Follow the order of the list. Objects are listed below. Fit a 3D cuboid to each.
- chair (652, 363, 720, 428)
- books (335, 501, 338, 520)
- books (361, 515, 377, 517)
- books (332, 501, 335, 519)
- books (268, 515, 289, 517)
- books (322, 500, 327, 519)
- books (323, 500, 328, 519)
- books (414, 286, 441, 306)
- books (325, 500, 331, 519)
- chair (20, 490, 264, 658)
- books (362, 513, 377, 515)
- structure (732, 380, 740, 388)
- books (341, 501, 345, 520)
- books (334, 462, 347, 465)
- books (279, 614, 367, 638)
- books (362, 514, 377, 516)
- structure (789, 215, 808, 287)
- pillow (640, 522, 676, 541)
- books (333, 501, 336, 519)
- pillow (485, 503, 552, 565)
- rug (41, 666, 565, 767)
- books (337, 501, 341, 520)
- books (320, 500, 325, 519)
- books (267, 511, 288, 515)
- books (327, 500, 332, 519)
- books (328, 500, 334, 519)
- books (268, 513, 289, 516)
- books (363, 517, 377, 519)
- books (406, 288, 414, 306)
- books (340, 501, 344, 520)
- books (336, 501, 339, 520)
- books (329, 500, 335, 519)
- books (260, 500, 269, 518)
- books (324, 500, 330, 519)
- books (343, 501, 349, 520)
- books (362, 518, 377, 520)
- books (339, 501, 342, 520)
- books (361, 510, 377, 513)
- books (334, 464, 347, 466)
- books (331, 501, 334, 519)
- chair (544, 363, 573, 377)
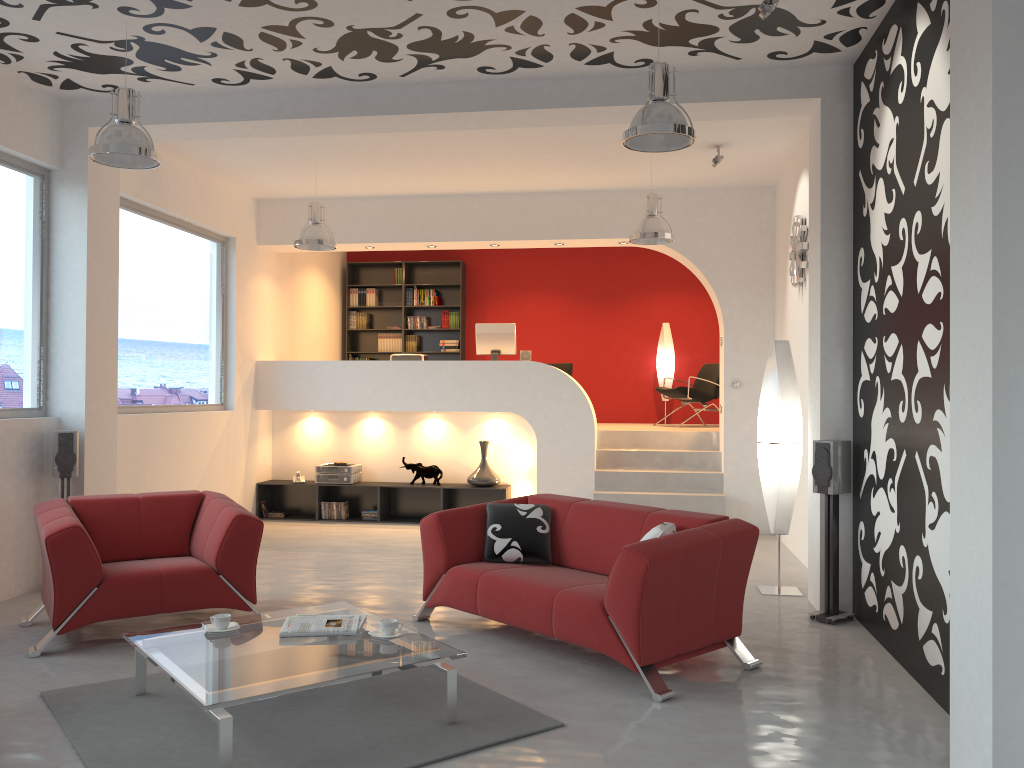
[{"bbox_3d":[2.230,0.130,11.000,0.768,0.795,0.664,1,-1,-17],"label":"chair"},{"bbox_3d":[-1.905,1.380,9.711,0.031,0.190,0.135,0,-1,8],"label":"books"},{"bbox_3d":[-1.533,1.440,9.708,0.190,0.015,0.135,0,-1,13],"label":"books"},{"bbox_3d":[-1.935,1.380,9.716,0.031,0.190,0.135,0,-1,8],"label":"books"},{"bbox_3d":[-2.600,1.465,9.862,0.190,0.015,0.135,0,-1,8],"label":"books"},{"bbox_3d":[-2.054,1.379,9.733,0.031,0.190,0.135,0,-1,8],"label":"books"},{"bbox_3d":[-2.039,1.379,9.731,0.031,0.190,0.135,0,-1,8],"label":"books"},{"bbox_3d":[-1.182,-1.216,12.366,0.341,0.286,0.231,0,-1,8],"label":"books"},{"bbox_3d":[-2.009,1.379,9.727,0.031,0.190,0.135,0,-1,8],"label":"books"},{"bbox_3d":[-2.187,1.066,5.314,1.288,0.738,0.951,1,-1,-32],"label":"chair"},{"bbox_3d":[-1.532,1.410,9.701,0.190,0.015,0.135,0,-1,8],"label":"books"},{"bbox_3d":[2.263,0.004,8.951,0.080,0.080,0.016,0,-1,8],"label":"structure"},{"bbox_3d":[-1.831,1.380,9.701,0.031,0.190,0.135,0,-1,8],"label":"books"},{"bbox_3d":[-1.888,0.873,9.770,0.135,0.015,0.190,0,-1,-7],"label":"books"},{"bbox_3d":[-0.879,1.118,4.111,0.367,0.035,0.345,0,-1,-2],"label":"books"},{"bbox_3d":[-1.527,1.425,9.707,0.190,0.015,0.135,0,-1,8],"label":"books"},{"bbox_3d":[2.385,-1.109,7.423,0.090,0.596,0.596,0,-1,8],"label":"structure"},{"bbox_3d":[0.700,0.898,4.618,0.288,0.343,0.402,0,-1,16],"label":"pillow"},{"bbox_3d":[-1.920,1.380,9.714,0.031,0.190,0.135,0,-1,8],"label":"books"},{"bbox_3d":[0.040,0.903,5.366,0.402,0.343,0.288,0,-1,1],"label":"pillow"},{"bbox_3d":[-0.967,1.421,3.882,1.700,0.025,1.700,1,-1,-37],"label":"rug"},{"bbox_3d":[-1.875,1.380,9.707,0.031,0.190,0.135,0,-1,8],"label":"books"},{"bbox_3d":[-2.068,1.379,9.735,0.031,0.190,0.135,0,-1,8],"label":"books"},{"bbox_3d":[-2.611,1.435,9.864,0.190,0.015,0.135,0,-1,8],"label":"books"},{"bbox_3d":[-1.994,1.380,9.724,0.031,0.190,0.135,0,-1,8],"label":"books"},{"bbox_3d":[-1.979,1.380,9.722,0.031,0.190,0.135,0,-1,8],"label":"books"},{"bbox_3d":[-2.595,1.450,9.861,0.190,0.015,0.135,0,-1,8],"label":"books"},{"bbox_3d":[-1.524,1.455,9.706,0.190,0.015,0.135,0,-1,8],"label":"books"},{"bbox_3d":[-1.413,-1.201,12.423,0.090,0.256,0.181,0,-1,8],"label":"books"},{"bbox_3d":[-1.846,1.380,9.703,0.031,0.190,0.135,0,-1,8],"label":"books"},{"bbox_3d":[-1.890,1.380,9.709,0.031,0.190,0.135,0,-1,8],"label":"books"},{"bbox_3d":[-1.965,1.380,9.720,0.031,0.190,0.135,0,-1,8],"label":"books"},{"bbox_3d":[-2.738,1.382,9.832,0.063,0.187,0.135,0,-1,8],"label":"books"},{"bbox_3d":[-2.024,1.379,9.729,0.031,0.190,0.135,0,-1,8],"label":"books"},{"bbox_3d":[-1.816,1.380,9.699,0.031,0.190,0.135,0,-1,8],"label":"books"},{"bbox_3d":[-1.530,1.470,9.707,0.190,0.015,0.135,0,-1,3],"label":"books"},{"bbox_3d":[-1.861,1.380,9.705,0.031,0.190,0.135,0,-1,8],"label":"books"},{"bbox_3d":[-1.541,1.395,9.709,0.190,0.015,0.135,0,-1,3],"label":"books"},{"bbox_3d":[-1.886,0.888,9.760,0.135,0.015,0.190,0,-1,-12],"label":"books"},{"bbox_3d":[-1.950,1.380,9.718,0.031,0.190,0.135,0,-1,8],"label":"books"},{"bbox_3d":[0.352,0.121,11.213,0.664,0.795,0.768,0,-1,28],"label":"chair"}]
